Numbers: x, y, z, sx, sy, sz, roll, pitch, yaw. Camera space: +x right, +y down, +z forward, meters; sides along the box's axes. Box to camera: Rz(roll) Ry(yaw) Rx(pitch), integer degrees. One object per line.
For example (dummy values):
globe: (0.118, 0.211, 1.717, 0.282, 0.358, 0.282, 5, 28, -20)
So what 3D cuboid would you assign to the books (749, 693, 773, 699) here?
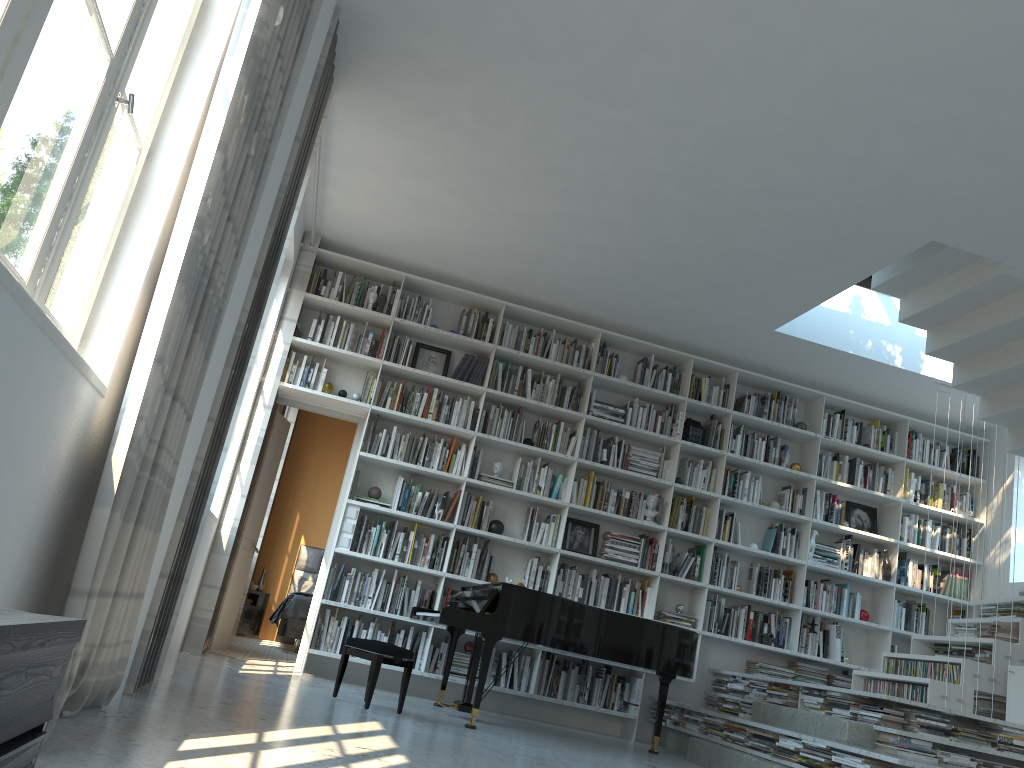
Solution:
books: (1.876, 2.308, 6.526, 0.164, 0.023, 0.242, 14, -17, -6)

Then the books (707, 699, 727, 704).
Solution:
books: (1.677, 2.546, 7.088, 0.152, 0.005, 0.243, 14, -17, -6)

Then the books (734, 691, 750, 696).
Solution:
books: (1.822, 2.393, 6.815, 0.131, 0.021, 0.241, 14, -17, -8)

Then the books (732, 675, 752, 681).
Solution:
books: (1.822, 2.282, 6.841, 0.171, 0.020, 0.194, 17, -17, -15)

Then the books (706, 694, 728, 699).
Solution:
books: (1.678, 2.510, 7.097, 0.174, 0.009, 0.240, 14, -17, -8)

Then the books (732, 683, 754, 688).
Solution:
books: (1.815, 2.331, 6.828, 0.171, 0.007, 0.207, 14, -17, -8)

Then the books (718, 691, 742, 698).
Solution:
books: (1.747, 2.480, 7.085, 0.134, 0.014, 0.181, 16, -17, -13)

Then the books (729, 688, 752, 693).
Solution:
books: (1.811, 2.366, 6.819, 0.163, 0.008, 0.295, 16, -17, -12)

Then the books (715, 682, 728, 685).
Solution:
books: (1.757, 2.417, 7.102, 0.145, 0.008, 0.298, 15, -17, -11)

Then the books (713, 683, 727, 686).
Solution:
books: (1.748, 2.423, 7.098, 0.156, 0.009, 0.288, 16, -17, -12)

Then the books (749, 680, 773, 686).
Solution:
books: (1.893, 2.219, 6.551, 0.165, 0.015, 0.243, 17, -17, -15)

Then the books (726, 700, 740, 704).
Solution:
books: (1.758, 2.454, 6.800, 0.144, 0.009, 0.250, 14, -17, -6)

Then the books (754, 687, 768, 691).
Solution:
books: (1.898, 2.265, 6.542, 0.144, 0.013, 0.221, 14, -17, -7)

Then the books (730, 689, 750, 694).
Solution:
books: (1.812, 2.375, 6.817, 0.152, 0.009, 0.259, 16, -17, -13)

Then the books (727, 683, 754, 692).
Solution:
books: (1.801, 2.345, 6.821, 0.189, 0.029, 0.238, 16, -17, -13)

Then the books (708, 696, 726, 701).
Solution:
books: (1.681, 2.522, 7.095, 0.152, 0.015, 0.208, 14, -17, -5)

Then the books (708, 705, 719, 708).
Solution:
books: (1.669, 2.587, 7.076, 0.144, 0.005, 0.258, 14, -17, -5)

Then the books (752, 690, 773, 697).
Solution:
books: (1.891, 2.291, 6.534, 0.154, 0.018, 0.221, 15, -17, -11)

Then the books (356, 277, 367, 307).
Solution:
books: (-1.231, -0.702, 7.162, 0.029, 0.313, 0.129, 15, -16, -10)

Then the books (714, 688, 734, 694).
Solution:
books: (1.737, 2.461, 7.086, 0.163, 0.017, 0.233, 14, -17, -8)

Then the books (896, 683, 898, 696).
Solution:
books: (2.719, 2.149, 6.150, 0.125, 0.125, 0.010, 15, -16, -10)

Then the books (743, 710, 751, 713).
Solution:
books: (1.821, 2.420, 6.495, 0.161, 0.012, 0.255, 15, -17, -9)

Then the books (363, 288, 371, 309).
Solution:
books: (-1.180, -0.646, 7.156, 0.021, 0.225, 0.157, 15, -16, -10)

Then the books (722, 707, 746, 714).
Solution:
books: (1.746, 2.505, 6.784, 0.160, 0.014, 0.268, 15, -17, -11)

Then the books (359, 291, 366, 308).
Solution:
books: (-1.216, -0.638, 7.139, 0.024, 0.187, 0.160, 15, -16, -10)

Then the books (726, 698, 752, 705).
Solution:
books: (1.762, 2.444, 6.803, 0.149, 0.014, 0.229, 16, -17, -12)

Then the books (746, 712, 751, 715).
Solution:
books: (1.824, 2.434, 6.492, 0.138, 0.014, 0.215, 14, -17, -6)

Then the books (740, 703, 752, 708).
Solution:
books: (1.816, 2.379, 6.503, 0.181, 0.017, 0.250, 16, -17, -13)

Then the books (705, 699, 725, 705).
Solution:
books: (1.677, 2.555, 7.086, 0.159, 0.012, 0.279, 15, -17, -11)

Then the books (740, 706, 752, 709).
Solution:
books: (1.818, 2.392, 6.500, 0.178, 0.009, 0.277, 15, -17, -9)

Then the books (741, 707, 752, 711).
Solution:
books: (1.820, 2.405, 6.498, 0.156, 0.017, 0.263, 16, -17, -14)

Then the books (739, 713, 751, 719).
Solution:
books: (1.795, 2.447, 6.482, 0.189, 0.028, 0.202, 17, -17, -15)

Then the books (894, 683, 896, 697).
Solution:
books: (2.715, 2.153, 6.164, 0.125, 0.125, 0.007, 15, -16, -10)

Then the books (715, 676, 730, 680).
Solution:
books: (1.756, 2.373, 7.112, 0.159, 0.011, 0.246, 16, -17, -13)

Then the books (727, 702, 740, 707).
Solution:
books: (1.761, 2.468, 6.797, 0.137, 0.018, 0.201, 16, -17, -14)

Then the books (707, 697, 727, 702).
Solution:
books: (1.677, 2.533, 7.091, 0.160, 0.009, 0.211, 14, -17, -6)

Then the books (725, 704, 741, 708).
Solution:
books: (1.752, 2.479, 6.792, 0.159, 0.009, 0.229, 15, -17, -9)

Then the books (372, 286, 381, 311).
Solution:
books: (-1.108, -0.645, 7.167, 0.027, 0.258, 0.147, 15, -16, -10)

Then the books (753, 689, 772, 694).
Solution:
books: (1.898, 2.278, 6.539, 0.150, 0.013, 0.216, 15, -17, -10)

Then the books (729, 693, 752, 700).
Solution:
books: (1.800, 2.406, 6.807, 0.173, 0.016, 0.233, 15, -17, -11)

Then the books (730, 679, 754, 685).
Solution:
books: (1.825, 2.309, 6.836, 0.163, 0.018, 0.290, 15, -17, -11)

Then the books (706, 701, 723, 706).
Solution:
books: (1.672, 2.566, 7.082, 0.170, 0.012, 0.215, 15, -17, -10)

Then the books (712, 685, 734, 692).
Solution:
books: (1.732, 2.443, 7.089, 0.175, 0.017, 0.266, 14, -17, -7)

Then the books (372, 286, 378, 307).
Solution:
books: (-1.133, -0.647, 7.165, 0.021, 0.252, 0.179, 15, -16, -10)

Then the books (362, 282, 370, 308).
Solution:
books: (-1.192, -0.673, 7.160, 0.013, 0.274, 0.159, 15, -16, -10)

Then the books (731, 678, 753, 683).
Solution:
books: (1.830, 2.298, 6.840, 0.159, 0.007, 0.286, 15, -17, -11)

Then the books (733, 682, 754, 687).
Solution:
books: (1.823, 2.323, 6.832, 0.143, 0.012, 0.264, 14, -17, -5)

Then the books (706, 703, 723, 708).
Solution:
books: (1.680, 2.581, 7.081, 0.147, 0.014, 0.293, 15, -17, -10)

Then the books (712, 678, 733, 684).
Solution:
books: (1.742, 2.391, 7.104, 0.171, 0.015, 0.253, 17, -17, -15)

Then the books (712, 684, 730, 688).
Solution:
books: (1.740, 2.431, 7.094, 0.179, 0.012, 0.262, 15, -17, -10)

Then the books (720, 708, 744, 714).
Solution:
books: (1.726, 2.511, 6.778, 0.187, 0.009, 0.261, 14, -17, -7)

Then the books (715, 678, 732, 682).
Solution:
books: (1.754, 2.382, 7.109, 0.167, 0.008, 0.235, 15, -17, -11)

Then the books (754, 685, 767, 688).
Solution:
books: (1.899, 2.246, 6.547, 0.160, 0.010, 0.180, 15, -17, -10)

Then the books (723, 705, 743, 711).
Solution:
books: (1.737, 2.488, 6.786, 0.180, 0.016, 0.183, 16, -17, -13)

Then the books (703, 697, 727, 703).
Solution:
books: (1.668, 2.538, 7.088, 0.184, 0.006, 0.263, 15, -17, -9)

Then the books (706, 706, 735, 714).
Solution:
books: (1.667, 2.598, 7.073, 0.163, 0.019, 0.188, 15, -17, -11)

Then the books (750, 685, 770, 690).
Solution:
books: (1.892, 2.253, 6.543, 0.167, 0.008, 0.235, 15, -17, -11)

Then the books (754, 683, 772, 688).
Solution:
books: (1.902, 2.235, 6.550, 0.149, 0.013, 0.220, 14, -17, -7)
